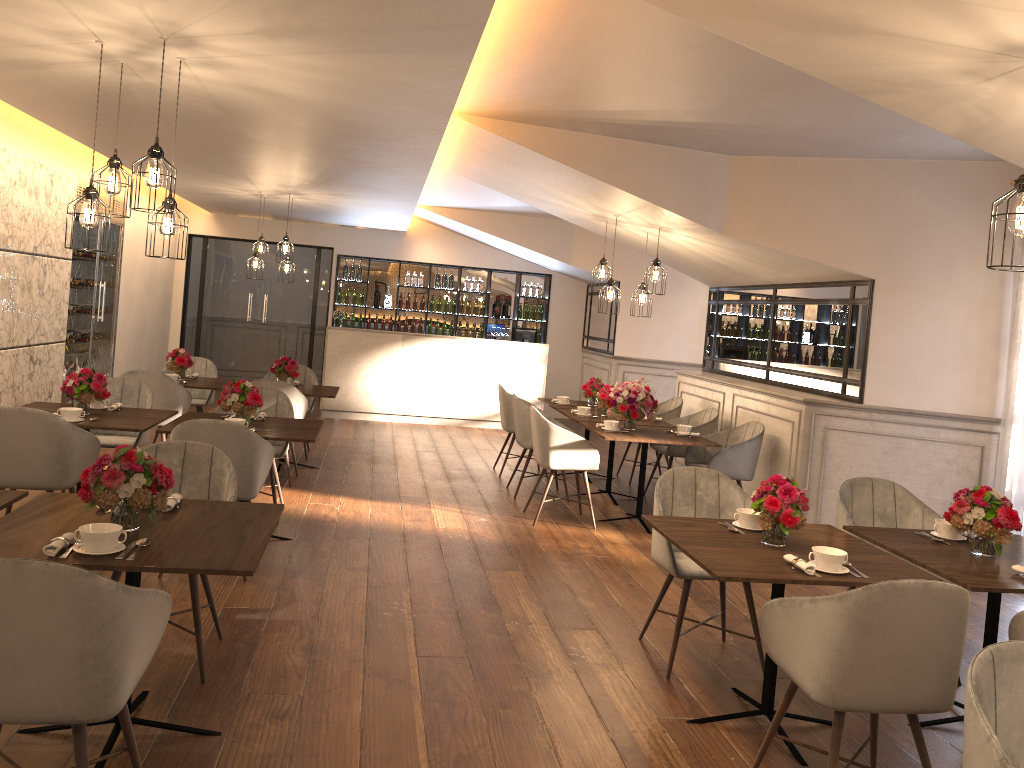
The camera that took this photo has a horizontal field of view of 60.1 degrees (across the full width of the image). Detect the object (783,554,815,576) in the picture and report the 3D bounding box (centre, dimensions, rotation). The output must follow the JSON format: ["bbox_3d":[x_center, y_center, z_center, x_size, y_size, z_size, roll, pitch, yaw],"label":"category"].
[{"bbox_3d":[1.044,0.654,3.219,0.056,0.039,0.176,4,4,-9],"label":"object"}]

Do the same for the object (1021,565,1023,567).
[{"bbox_3d":[2.007,0.731,3.377,0.025,0.024,0.193,4,4,-9],"label":"object"}]

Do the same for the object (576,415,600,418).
[{"bbox_3d":[0.668,0.285,7.759,0.210,0.004,0.022,4,4,-9],"label":"object"}]

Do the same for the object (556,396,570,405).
[{"bbox_3d":[0.501,0.162,8.717,0.148,0.072,0.148,7,5,34],"label":"object"}]

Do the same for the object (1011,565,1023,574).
[{"bbox_3d":[1.975,0.722,3.362,0.056,0.039,0.176,4,4,-9],"label":"object"}]

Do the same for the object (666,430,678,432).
[{"bbox_3d":[1.328,0.384,7.147,0.197,0.015,0.043,4,4,-12],"label":"object"}]

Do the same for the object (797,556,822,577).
[{"bbox_3d":[1.076,0.662,3.234,0.025,0.024,0.193,4,4,-9],"label":"object"}]

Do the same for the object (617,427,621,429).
[{"bbox_3d":[0.768,0.343,6.990,0.192,0.024,0.025,4,3,-9],"label":"object"}]

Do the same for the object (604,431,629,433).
[{"bbox_3d":[0.806,0.366,6.802,0.197,0.015,0.043,4,4,-12],"label":"object"}]

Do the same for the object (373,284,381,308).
[{"bbox_3d":[-2.054,-1.347,13.511,0.103,0.359,0.104,4,2,-37],"label":"object"}]

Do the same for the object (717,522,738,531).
[{"bbox_3d":[0.928,0.611,3.798,0.043,0.015,0.198,5,4,-5],"label":"object"}]

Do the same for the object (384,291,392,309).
[{"bbox_3d":[-1.893,-1.295,13.531,0.108,0.281,0.108,6,2,37],"label":"object"}]

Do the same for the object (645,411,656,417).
[{"bbox_3d":[1.228,0.283,7.959,0.148,0.072,0.148,7,5,34],"label":"object"}]

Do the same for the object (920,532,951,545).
[{"bbox_3d":[1.887,0.688,3.938,0.022,0.004,0.211,4,4,-9],"label":"object"}]

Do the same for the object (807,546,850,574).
[{"bbox_3d":[1.158,0.645,3.237,0.148,0.072,0.149,2,5,-41],"label":"object"}]

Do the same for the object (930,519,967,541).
[{"bbox_3d":[1.963,0.657,3.975,0.148,0.072,0.149,2,5,-41],"label":"object"}]

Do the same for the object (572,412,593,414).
[{"bbox_3d":[0.629,0.259,7.912,0.192,0.024,0.025,4,3,-9],"label":"object"}]

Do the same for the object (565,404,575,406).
[{"bbox_3d":[0.534,0.202,8.609,0.197,0.015,0.043,4,4,-12],"label":"object"}]

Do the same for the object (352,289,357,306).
[{"bbox_3d":[-2.391,-1.323,13.457,0.065,0.261,0.066,4,2,-30],"label":"object"}]

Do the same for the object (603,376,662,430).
[{"bbox_3d":[0.955,0.152,7.060,0.419,0.425,0.407,4,3,-21],"label":"object"}]

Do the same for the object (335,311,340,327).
[{"bbox_3d":[-2.640,-0.978,13.431,0.065,0.261,0.066,4,2,-30],"label":"object"}]

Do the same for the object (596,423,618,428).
[{"bbox_3d":[0.754,0.332,7.023,0.175,0.039,0.056,4,3,-9],"label":"object"}]

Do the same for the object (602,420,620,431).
[{"bbox_3d":[0.773,0.326,6.910,0.148,0.072,0.148,7,5,34],"label":"object"}]

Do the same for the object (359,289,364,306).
[{"bbox_3d":[-2.282,-1.315,13.474,0.065,0.261,0.066,4,2,-30],"label":"object"}]

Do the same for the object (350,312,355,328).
[{"bbox_3d":[-2.422,-0.962,13.465,0.065,0.261,0.066,4,2,-30],"label":"object"}]

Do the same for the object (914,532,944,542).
[{"bbox_3d":[1.859,0.679,3.941,0.043,0.015,0.198,5,4,-5],"label":"object"}]

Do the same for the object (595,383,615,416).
[{"bbox_3d":[0.859,0.136,7.959,0.234,0.301,0.305,5,3,10],"label":"object"}]

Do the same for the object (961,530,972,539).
[{"bbox_3d":[2.073,0.682,3.993,0.056,0.039,0.176,4,4,-9],"label":"object"}]

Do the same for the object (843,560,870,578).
[{"bbox_3d":[1.264,0.680,3.273,0.043,0.015,0.198,4,5,-13],"label":"object"}]

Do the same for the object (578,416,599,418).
[{"bbox_3d":[0.667,0.282,7.723,0.197,0.015,0.043,4,4,-12],"label":"object"}]

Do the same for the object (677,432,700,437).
[{"bbox_3d":[1.383,0.394,6.925,0.175,0.039,0.056,4,3,-9],"label":"object"}]

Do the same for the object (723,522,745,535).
[{"bbox_3d":[0.956,0.619,3.796,0.022,0.004,0.211,4,4,-9],"label":"object"}]

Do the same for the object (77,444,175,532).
[{"bbox_3d":[-1.301,0.338,2.988,0.304,0.301,0.235,3,3,-31],"label":"object"}]

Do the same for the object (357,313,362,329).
[{"bbox_3d":[-2.313,-0.954,13.481,0.065,0.261,0.066,4,2,-30],"label":"object"}]

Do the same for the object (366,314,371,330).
[{"bbox_3d":[-2.182,-0.944,13.501,0.065,0.261,0.066,4,2,-30],"label":"object"}]

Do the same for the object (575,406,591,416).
[{"bbox_3d":[0.634,0.242,7.832,0.148,0.072,0.148,7,5,34],"label":"object"}]

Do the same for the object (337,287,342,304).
[{"bbox_3d":[-2.609,-1.339,13.424,0.065,0.261,0.066,4,2,-30],"label":"object"}]

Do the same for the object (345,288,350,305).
[{"bbox_3d":[-2.500,-1.331,13.441,0.065,0.261,0.066,4,2,-30],"label":"object"}]

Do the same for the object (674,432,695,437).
[{"bbox_3d":[1.367,0.397,6.958,0.192,0.024,0.025,4,3,-9],"label":"object"}]

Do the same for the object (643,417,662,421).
[{"bbox_3d":[1.244,0.310,7.847,0.175,0.039,0.056,4,3,-9],"label":"object"}]

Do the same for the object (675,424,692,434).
[{"bbox_3d":[1.367,0.367,7.037,0.148,0.072,0.148,7,5,34],"label":"object"}]

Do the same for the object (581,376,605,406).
[{"bbox_3d":[0.809,0.065,8.777,0.235,0.301,0.305,7,3,38],"label":"object"}]

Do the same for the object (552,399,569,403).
[{"bbox_3d":[0.482,0.168,8.830,0.175,0.039,0.056,4,3,-9],"label":"object"}]

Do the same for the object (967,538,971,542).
[{"bbox_3d":[2.040,0.687,3.979,0.025,0.024,0.193,4,4,-9],"label":"object"}]

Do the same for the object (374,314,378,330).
[{"bbox_3d":[-2.073,-0.936,13.518,0.065,0.261,0.066,4,2,-30],"label":"object"}]

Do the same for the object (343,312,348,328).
[{"bbox_3d":[-2.531,-0.970,13.448,0.065,0.261,0.066,4,2,-30],"label":"object"}]

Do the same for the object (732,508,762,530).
[{"bbox_3d":[1.032,0.588,3.833,0.148,0.072,0.149,2,5,-41],"label":"object"}]

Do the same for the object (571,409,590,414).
[{"bbox_3d":[0.615,0.249,7.945,0.175,0.039,0.056,4,3,-9],"label":"object"}]

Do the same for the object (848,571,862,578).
[{"bbox_3d":[1.227,0.683,3.275,0.022,0.004,0.211,4,4,-9],"label":"object"}]
